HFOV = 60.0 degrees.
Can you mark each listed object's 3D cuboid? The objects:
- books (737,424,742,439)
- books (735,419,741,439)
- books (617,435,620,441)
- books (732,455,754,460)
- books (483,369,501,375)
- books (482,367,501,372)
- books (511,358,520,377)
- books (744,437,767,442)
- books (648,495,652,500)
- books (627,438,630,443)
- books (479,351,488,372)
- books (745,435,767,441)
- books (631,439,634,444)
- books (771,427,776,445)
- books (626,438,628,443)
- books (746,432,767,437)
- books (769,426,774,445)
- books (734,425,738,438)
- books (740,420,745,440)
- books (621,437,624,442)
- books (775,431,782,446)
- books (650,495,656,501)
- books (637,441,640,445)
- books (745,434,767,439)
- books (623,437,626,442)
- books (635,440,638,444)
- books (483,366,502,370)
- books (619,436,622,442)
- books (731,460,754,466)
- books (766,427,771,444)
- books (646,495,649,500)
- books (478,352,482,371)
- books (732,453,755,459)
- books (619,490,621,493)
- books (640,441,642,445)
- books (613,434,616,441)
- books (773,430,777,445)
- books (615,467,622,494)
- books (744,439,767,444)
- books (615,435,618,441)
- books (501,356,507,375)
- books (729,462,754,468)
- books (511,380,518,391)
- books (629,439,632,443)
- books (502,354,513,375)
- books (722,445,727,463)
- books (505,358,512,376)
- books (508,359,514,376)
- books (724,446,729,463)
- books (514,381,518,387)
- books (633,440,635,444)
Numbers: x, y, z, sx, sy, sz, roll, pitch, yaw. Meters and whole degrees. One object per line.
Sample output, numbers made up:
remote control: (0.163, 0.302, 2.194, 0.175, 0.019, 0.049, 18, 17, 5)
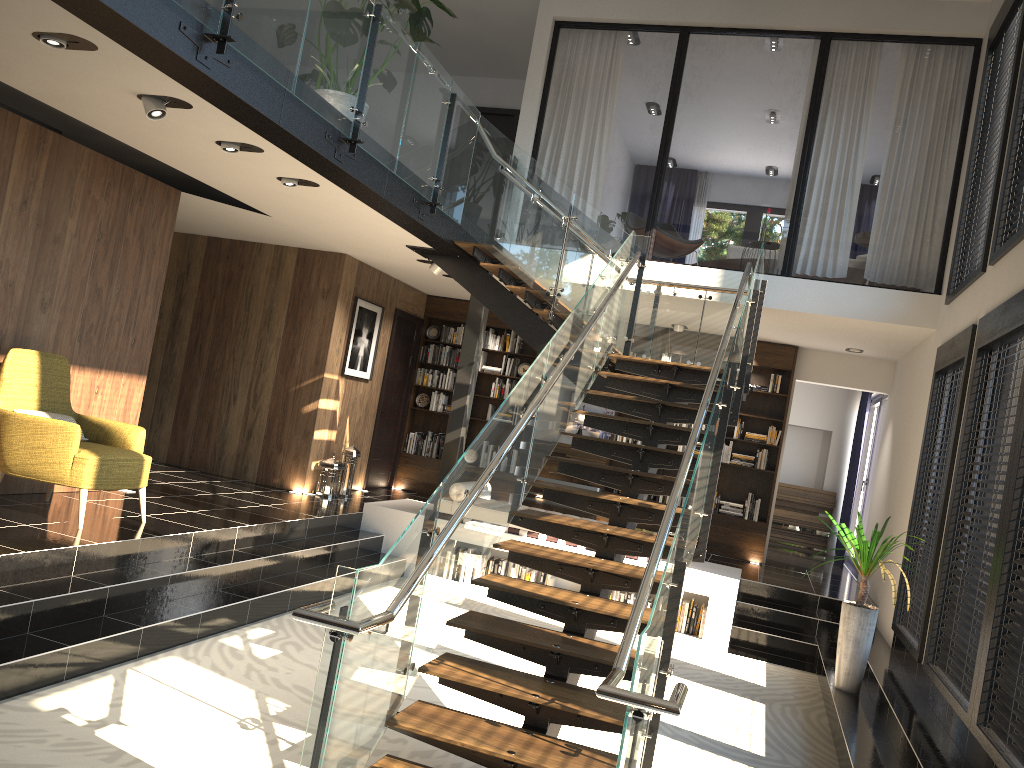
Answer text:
books: (2.833, 0.593, 11.029, 0.026, 0.196, 0.148, 10, -2, 17)
books: (2.820, 0.559, 11.053, 0.023, 0.261, 0.146, 10, -2, 17)
books: (1.396, 0.634, 11.432, 0.028, 0.282, 0.169, 10, -2, 17)
books: (2.860, 0.911, 10.973, 0.260, 0.021, 0.167, 9, -2, 14)
books: (-0.253, -0.155, 12.021, 0.239, 0.033, 0.177, 9, -2, 14)
books: (-0.251, -0.187, 12.009, 0.266, 0.030, 0.210, 9, -2, 17)
books: (0.049, -0.217, 11.897, 0.035, 0.250, 0.197, 10, -2, 17)
books: (3.019, 0.691, 10.994, 0.272, 0.021, 0.156, 9, -2, 15)
books: (1.777, 1.373, 11.310, 0.023, 0.212, 0.124, 10, -2, 17)
books: (1.517, 0.682, 11.406, 0.028, 0.227, 0.136, 10, -2, 17)
books: (-0.388, -0.302, 12.047, 0.016, 0.278, 0.209, 10, -2, 17)
books: (3.021, 0.671, 10.990, 0.259, 0.020, 0.167, 9, -2, 15)
books: (1.570, 0.668, 11.388, 0.029, 0.272, 0.152, 10, -2, 17)
books: (3.223, 0.643, 10.936, 0.023, 0.225, 0.146, 10, -2, 17)
books: (1.492, 0.688, 11.413, 0.022, 0.207, 0.130, 10, -2, 17)
books: (3.031, 0.632, 11.003, 0.246, 0.021, 0.148, 9, -2, 16)
books: (3.195, 0.631, 10.927, 0.028, 0.239, 0.187, 10, -2, 17)
books: (2.795, 0.576, 11.062, 0.024, 0.219, 0.174, 10, -2, 17)
books: (2.870, 0.577, 11.053, 0.025, 0.243, 0.119, 10, -2, 17)
books: (1.448, 0.662, 11.433, 0.023, 0.245, 0.159, 10, -2, 17)
books: (3.270, 0.666, 10.892, 0.051, 0.194, 0.192, 10, -2, 17)
books: (1.823, 1.358, 11.281, 0.075, 0.254, 0.181, 10, -2, 17)
books: (1.643, 0.705, 11.358, 0.030, 0.221, 0.190, 10, -2, 17)
books: (3.024, 0.651, 10.988, 0.260, 0.020, 0.167, 9, -2, 14)
books: (1.469, 0.658, 11.408, 0.029, 0.258, 0.182, 10, -2, 17)
books: (1.614, 0.715, 11.379, 0.033, 0.193, 0.172, 10, -2, 17)
books: (-0.245, -0.211, 12.018, 0.264, 0.021, 0.189, 9, -2, 14)
books: (1.414, 0.678, 11.421, 0.028, 0.199, 0.175, 10, -2, 17)
books: (2.850, 0.975, 10.975, 0.274, 0.022, 0.156, 9, -2, 13)
books: (3.171, 0.638, 10.943, 0.026, 0.219, 0.156, 10, -2, 17)
books: (1.751, 1.323, 11.299, 0.036, 0.302, 0.186, 10, -2, 17)
books: (-0.410, -0.306, 12.048, 0.027, 0.279, 0.166, 10, -2, 17)
books: (2.866, 0.891, 10.981, 0.272, 0.022, 0.156, 9, -2, 15)
books: (1.515, 1.399, 11.365, 0.258, 0.024, 0.167, 9, -2, 17)
books: (1.669, 0.736, 11.360, 0.027, 0.171, 0.146, 10, -2, 17)
books: (1.347, 0.655, 11.474, 0.025, 0.227, 0.156, 10, -2, 17)
books: (3.234, 0.662, 10.901, 0.023, 0.189, 0.197, 10, -2, 17)
books: (1.374, 1.240, 11.385, 0.028, 0.340, 0.203, 10, -2, 17)
books: (3.015, 0.712, 10.992, 0.266, 0.021, 0.156, 9, -2, 14)
books: (1.374, 0.654, 11.471, 0.028, 0.237, 0.134, 10, -2, 17)
books: (-0.088, -0.246, 11.952, 0.023, 0.264, 0.219, 10, -2, 17)
books: (2.843, 0.998, 10.963, 0.288, 0.026, 0.175, 9, -2, 21)
books: (0.022, 0.087, 11.843, 0.037, 0.276, 0.179, 10, -2, 17)
books: (1.537, 0.700, 11.390, 0.024, 0.197, 0.173, 10, -2, 17)
books: (-0.057, -0.252, 11.926, 0.049, 0.286, 0.259, 10, -2, 17)
books: (2.651, 0.871, 11.035, 0.029, 0.214, 0.149, 10, -2, 17)
books: (-0.026, -0.221, 11.916, 0.025, 0.235, 0.232, 10, -2, 17)
books: (0.013, -0.215, 11.923, 0.047, 0.237, 0.226, 10, -2, 17)
books: (2.672, 0.876, 11.009, 0.026, 0.209, 0.184, 10, -2, 17)
books: (0.044, 0.098, 11.829, 0.016, 0.262, 0.155, 10, -2, 17)
books: (1.592, 0.700, 11.392, 0.021, 0.216, 0.170, 10, -2, 17)
